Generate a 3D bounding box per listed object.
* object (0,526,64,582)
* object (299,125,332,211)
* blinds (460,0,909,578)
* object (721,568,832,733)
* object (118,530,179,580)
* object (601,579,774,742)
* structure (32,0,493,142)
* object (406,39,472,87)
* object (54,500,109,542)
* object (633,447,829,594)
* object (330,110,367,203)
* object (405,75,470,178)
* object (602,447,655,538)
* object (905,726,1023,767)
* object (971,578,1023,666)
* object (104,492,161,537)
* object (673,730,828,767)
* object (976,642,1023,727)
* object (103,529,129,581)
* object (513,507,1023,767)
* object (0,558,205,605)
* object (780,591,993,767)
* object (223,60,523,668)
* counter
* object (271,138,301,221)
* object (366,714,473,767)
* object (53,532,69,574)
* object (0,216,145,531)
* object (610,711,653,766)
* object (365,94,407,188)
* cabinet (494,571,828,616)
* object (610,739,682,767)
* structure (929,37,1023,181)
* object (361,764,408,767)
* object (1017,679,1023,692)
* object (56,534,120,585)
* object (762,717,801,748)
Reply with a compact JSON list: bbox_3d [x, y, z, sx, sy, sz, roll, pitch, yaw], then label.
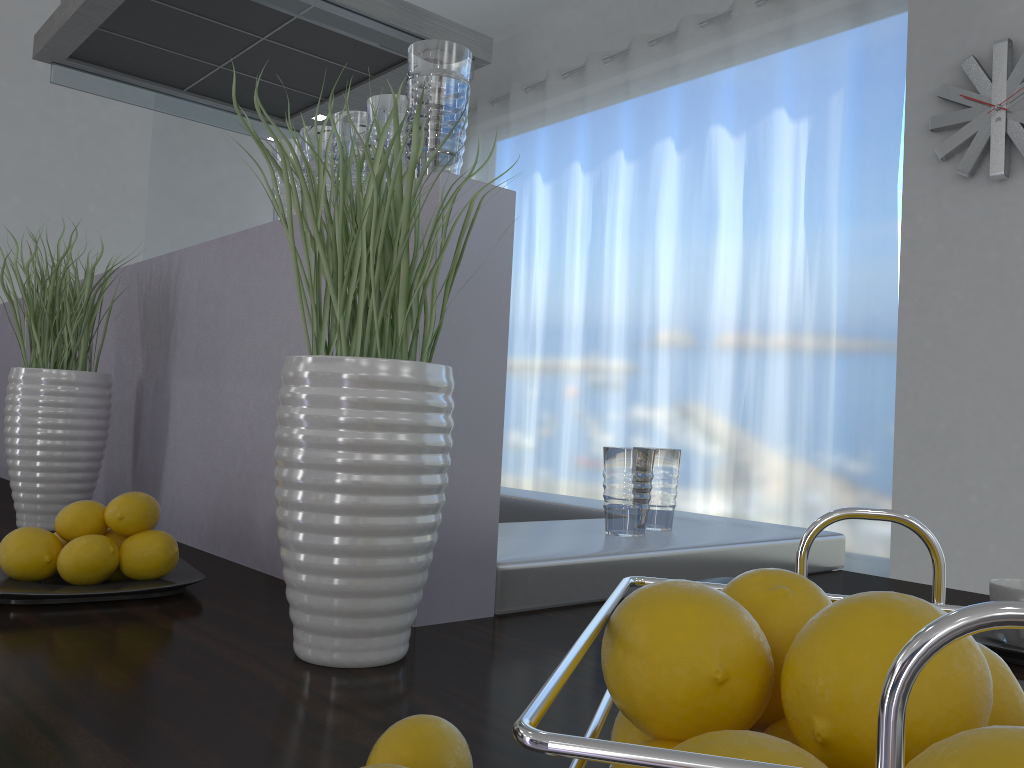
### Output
[{"bbox_3d":[-0.502,0.178,0.926,0.060,0.058,0.070,5,-3,-42],"label":"object"},{"bbox_3d":[-0.243,-0.267,1.157,0.071,0.119,0.072,3,-3,-1],"label":"object"},{"bbox_3d":[0.470,-0.274,4.760,0.120,3.112,3.245,5,-3,-41],"label":"blinds"},{"bbox_3d":[0.093,0.096,0.320,0.052,0.060,0.057,1,-3,37],"label":"object"},{"bbox_3d":[-0.386,0.182,0.942,0.063,0.053,0.051,3,-3,-1],"label":"object"},{"bbox_3d":[0.055,0.089,0.283,0.053,0.051,0.063,3,-3,6],"label":"object"},{"bbox_3d":[-0.689,-1.459,2.512,0.915,1.231,0.981,5,-3,-41],"label":"structure"},{"bbox_3d":[-0.082,-0.306,0.976,0.071,0.119,0.072,3,-3,-1],"label":"object"},{"bbox_3d":[-0.462,0.148,0.954,0.053,0.047,0.061,5,-3,-38],"label":"object"},{"bbox_3d":[0.196,0.154,1.006,0.269,0.147,0.646,4,-3,-16],"label":"object"},{"bbox_3d":[-0.190,-0.267,1.096,0.071,0.119,0.072,3,-3,-1],"label":"object"},{"bbox_3d":[-0.084,-0.267,0.974,0.071,0.119,0.072,3,-3,-1],"label":"object"},{"bbox_3d":[0.158,0.147,1.217,0.071,0.119,0.072,5,-3,-41],"label":"object"},{"bbox_3d":[0.107,0.099,0.182,0.063,0.053,0.051,4,-3,-28],"label":"object"},{"bbox_3d":[0.520,0.236,0.886,0.153,0.069,0.153,3,-3,-7],"label":"object"},{"bbox_3d":[-0.408,0.140,0.957,0.053,0.048,0.063,2,-3,15],"label":"object"},{"bbox_3d":[0.054,0.108,0.208,0.053,0.052,0.061,4,-3,-28],"label":"object"},{"bbox_3d":[0.144,0.111,0.306,0.063,0.051,0.053,3,-3,4],"label":"object"},{"bbox_3d":[-0.427,0.186,0.975,0.071,0.060,0.057,5,-3,-39],"label":"object"},{"bbox_3d":[0.111,0.129,0.243,0.189,0.174,0.207,2,-3,14],"label":"object"},{"bbox_3d":[-0.463,0.209,0.957,0.232,0.020,0.232,5,-3,-32],"label":"object"},{"bbox_3d":[0.107,0.087,0.253,0.063,0.053,0.051,5,-3,-39],"label":"object"},{"bbox_3d":[-0.130,-0.025,0.734,0.269,0.502,0.247,3,-3,2],"label":"object"},{"bbox_3d":[-0.334,0.449,1.380,1.302,1.300,3.291,5,-3,-41],"label":"counter"},{"bbox_3d":[-0.296,-0.267,1.218,0.072,0.119,0.071,3,-3,9],"label":"object"},{"bbox_3d":[-0.045,0.192,0.439,0.053,0.051,0.063,2,-3,18],"label":"object"},{"bbox_3d":[-0.491,0.186,0.984,0.053,0.051,0.063,5,-3,-37],"label":"object"},{"bbox_3d":[-0.732,-0.028,1.388,0.247,0.502,0.269,5,-3,-41],"label":"object"},{"bbox_3d":[0.062,0.134,0.322,0.053,0.051,0.063,2,-3,18],"label":"object"},{"bbox_3d":[-0.137,-0.267,1.035,0.071,0.119,0.072,3,-3,-1],"label":"object"},{"bbox_3d":[-0.355,0.672,1.364,1.377,0.852,3.285,5,-3,-41],"label":"cabinet"},{"bbox_3d":[0.055,0.133,0.260,0.062,0.053,0.052,2,-3,21],"label":"object"},{"bbox_3d":[1.755,-0.987,3.184,0.076,0.505,0.505,5,-3,-41],"label":"structure"},{"bbox_3d":[-0.055,0.189,0.376,0.053,0.051,0.063,5,-3,-37],"label":"object"},{"bbox_3d":[0.427,0.219,0.630,0.153,0.069,0.153,2,-3,23],"label":"object"},{"bbox_3d":[-0.438,0.182,0.917,0.061,0.054,0.052,2,-3,26],"label":"object"},{"bbox_3d":[0.106,0.133,0.284,0.051,0.053,0.064,5,-3,-38],"label":"object"}]
